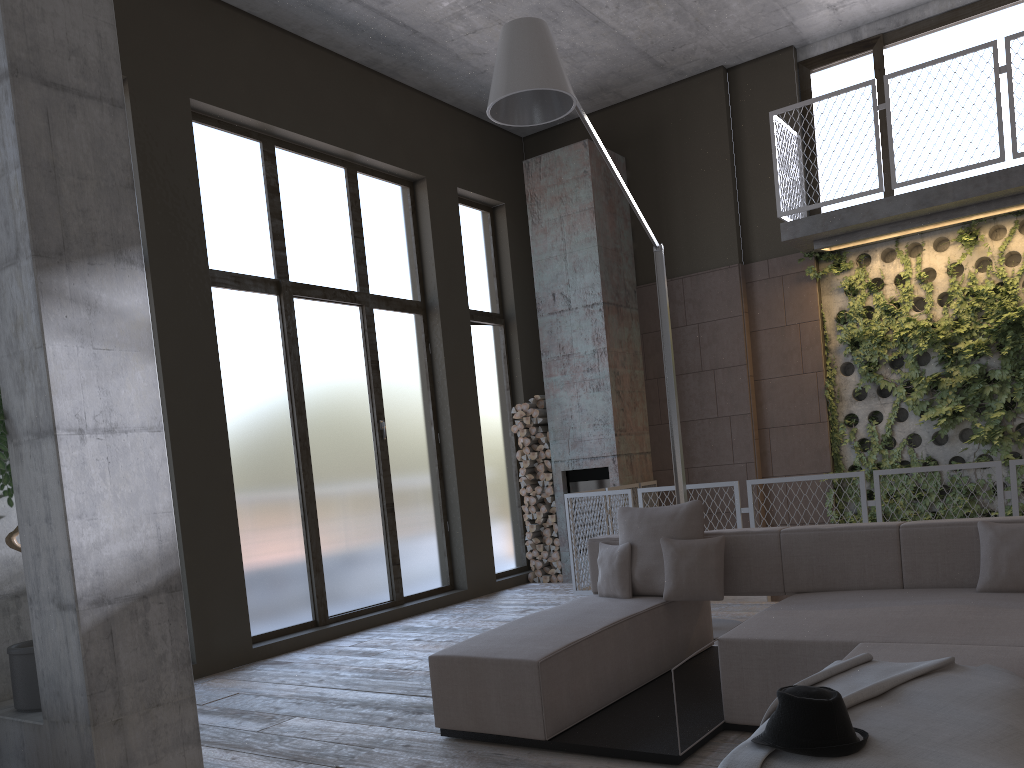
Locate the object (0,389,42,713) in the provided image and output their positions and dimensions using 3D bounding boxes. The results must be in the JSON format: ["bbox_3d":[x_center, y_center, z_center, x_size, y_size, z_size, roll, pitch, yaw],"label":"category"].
[{"bbox_3d":[-2.381,0.637,4.203,1.000,1.869,0.965,-6,1,1],"label":"object"}]

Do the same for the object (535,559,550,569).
[{"bbox_3d":[0.381,2.008,9.865,0.099,0.107,0.292,-6,-4,35],"label":"object"}]

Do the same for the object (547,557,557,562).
[{"bbox_3d":[0.543,1.936,9.809,0.123,0.068,0.361,-8,-6,36],"label":"object"}]

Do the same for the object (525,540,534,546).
[{"bbox_3d":[0.295,1.782,9.960,0.123,0.068,0.362,-8,-6,33],"label":"object"}]

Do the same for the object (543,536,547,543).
[{"bbox_3d":[0.483,1.729,9.883,0.102,0.086,0.361,-7,-5,35],"label":"object"}]

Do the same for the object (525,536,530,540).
[{"bbox_3d":[0.296,1.716,9.984,0.067,0.071,0.421,-6,-5,35],"label":"object"}]

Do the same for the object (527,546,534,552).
[{"bbox_3d":[0.321,1.854,9.965,0.067,0.085,0.422,-6,-4,37],"label":"object"}]

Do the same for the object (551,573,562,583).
[{"bbox_3d":[0.588,2.154,9.843,0.091,0.089,0.453,-7,-5,34],"label":"object"}]

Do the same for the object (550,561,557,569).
[{"bbox_3d":[0.552,2.021,9.911,0.104,0.102,0.290,-7,-4,34],"label":"object"}]

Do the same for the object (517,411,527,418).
[{"bbox_3d":[0.222,0.337,9.790,0.113,0.080,0.433,-7,-5,34],"label":"object"}]

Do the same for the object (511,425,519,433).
[{"bbox_3d":[0.150,0.503,9.870,0.092,0.092,0.435,-6,-5,34],"label":"object"}]

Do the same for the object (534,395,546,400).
[{"bbox_3d":[0.370,0.152,9.739,0.088,0.056,0.330,-8,-6,34],"label":"object"}]

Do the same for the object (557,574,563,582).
[{"bbox_3d":[0.656,2.134,9.789,0.092,0.092,0.435,-6,-5,34],"label":"object"}]

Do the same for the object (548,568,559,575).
[{"bbox_3d":[0.569,2.084,9.853,0.115,0.079,0.433,-8,-5,34],"label":"object"}]

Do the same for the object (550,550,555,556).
[{"bbox_3d":[0.555,1.870,9.825,0.067,0.071,0.421,-6,-5,34],"label":"object"}]

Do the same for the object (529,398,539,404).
[{"bbox_3d":[0.308,0.198,9.755,0.065,0.073,0.357,-6,-5,33],"label":"object"}]

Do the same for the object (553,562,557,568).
[{"bbox_3d":[0.585,1.998,9.801,0.067,0.085,0.423,-6,-5,32],"label":"object"}]

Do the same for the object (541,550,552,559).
[{"bbox_3d":[0.482,1.889,9.842,0.091,0.089,0.453,-7,-5,33],"label":"object"}]

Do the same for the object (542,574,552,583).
[{"bbox_3d":[0.508,2.166,9.876,0.094,0.084,0.477,-7,-5,34],"label":"object"}]

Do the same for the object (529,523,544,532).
[{"bbox_3d":[0.360,1.598,9.859,0.094,0.084,0.477,-7,-5,34],"label":"object"}]

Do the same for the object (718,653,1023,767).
[{"bbox_3d":[0.924,1.161,2.490,1.587,0.503,1.053,-2,-5,-37],"label":"object"}]

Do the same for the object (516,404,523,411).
[{"bbox_3d":[0.201,0.270,9.844,0.091,0.090,0.453,-6,-5,33],"label":"object"}]

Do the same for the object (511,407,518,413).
[{"bbox_3d":[0.135,0.293,9.857,0.068,0.069,0.421,-6,-5,34],"label":"object"}]

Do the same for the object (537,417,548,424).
[{"bbox_3d":[0.423,0.398,9.687,0.067,0.067,0.420,-6,-5,34],"label":"object"}]

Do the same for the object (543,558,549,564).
[{"bbox_3d":[0.463,1.964,9.871,0.065,0.074,0.357,-6,-5,33],"label":"object"}]

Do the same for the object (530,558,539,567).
[{"bbox_3d":[0.328,2.012,9.955,0.101,0.103,0.291,-7,-4,36],"label":"object"}]

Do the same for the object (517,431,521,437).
[{"bbox_3d":[0.195,0.560,9.851,0.067,0.067,0.420,-6,-5,34],"label":"object"}]

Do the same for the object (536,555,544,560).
[{"bbox_3d":[0.395,1.932,9.883,0.089,0.057,0.330,-8,-6,34],"label":"object"}]

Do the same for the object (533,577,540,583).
[{"bbox_3d":[0.382,2.195,9.968,0.068,0.067,0.420,-7,-5,34],"label":"object"}]

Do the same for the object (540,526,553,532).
[{"bbox_3d":[0.437,1.609,9.847,0.065,0.074,0.357,-6,-5,36],"label":"object"}]

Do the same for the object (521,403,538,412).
[{"bbox_3d":[0.229,0.262,9.723,0.104,0.103,0.290,-7,-4,34],"label":"object"}]

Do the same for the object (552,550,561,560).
[{"bbox_3d":[0.554,1.876,9.684,0.101,0.103,0.291,-6,-4,33],"label":"object"}]

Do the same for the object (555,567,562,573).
[{"bbox_3d":[0.619,2.049,9.793,0.072,0.073,0.420,-6,-5,34],"label":"object"}]

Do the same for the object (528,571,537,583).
[{"bbox_3d":[0.306,2.175,9.974,0.064,0.125,0.362,-5,-3,33],"label":"object"}]

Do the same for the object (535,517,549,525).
[{"bbox_3d":[0.421,1.517,9.836,0.115,0.079,0.433,-8,-5,34],"label":"object"}]

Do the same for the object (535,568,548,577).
[{"bbox_3d":[0.414,2.112,9.944,0.093,0.093,0.435,-6,-5,34],"label":"object"}]

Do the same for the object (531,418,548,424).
[{"bbox_3d":[0.357,0.410,9.733,0.068,0.066,0.420,-7,-5,34],"label":"object"}]

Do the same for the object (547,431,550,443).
[{"bbox_3d":[0.506,0.579,9.695,0.064,0.126,0.362,-5,-3,33],"label":"object"}]

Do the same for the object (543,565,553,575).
[{"bbox_3d":[0.491,2.086,9.920,0.102,0.086,0.361,-7,-5,34],"label":"object"}]

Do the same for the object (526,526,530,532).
[{"bbox_3d":[0.301,1.618,9.904,0.067,0.067,0.420,-6,-5,34],"label":"object"}]

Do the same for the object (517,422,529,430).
[{"bbox_3d":[0.217,0.466,9.815,0.091,0.089,0.453,-7,-5,34],"label":"object"}]

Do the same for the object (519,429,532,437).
[{"bbox_3d":[0.255,0.540,9.805,0.094,0.084,0.477,-7,-5,34],"label":"object"}]

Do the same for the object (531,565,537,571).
[{"bbox_3d":[0.300,2.056,9.878,0.045,0.073,0.250,-5,-4,34],"label":"object"}]

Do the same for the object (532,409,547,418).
[{"bbox_3d":[0.378,0.324,9.701,0.094,0.093,0.435,-7,-5,34],"label":"object"}]

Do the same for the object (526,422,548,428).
[{"bbox_3d":[0.316,0.458,9.783,0.115,0.079,0.433,-8,-5,34],"label":"object"}]

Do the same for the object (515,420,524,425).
[{"bbox_3d":[0.174,0.433,9.865,0.066,0.086,0.423,-6,-4,32],"label":"object"}]

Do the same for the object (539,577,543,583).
[{"bbox_3d":[0.449,2.186,9.922,0.067,0.067,0.420,-6,-5,34],"label":"object"}]

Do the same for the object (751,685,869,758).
[{"bbox_3d":[0.789,0.893,2.346,0.303,0.169,0.297,-7,-4,22],"label":"object"}]

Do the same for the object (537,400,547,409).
[{"bbox_3d":[0.396,0.230,9.767,0.100,0.108,0.292,-6,-4,35],"label":"object"}]

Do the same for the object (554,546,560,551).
[{"bbox_3d":[0.552,1.800,9.675,0.063,0.048,0.249,-7,-5,33],"label":"object"}]
